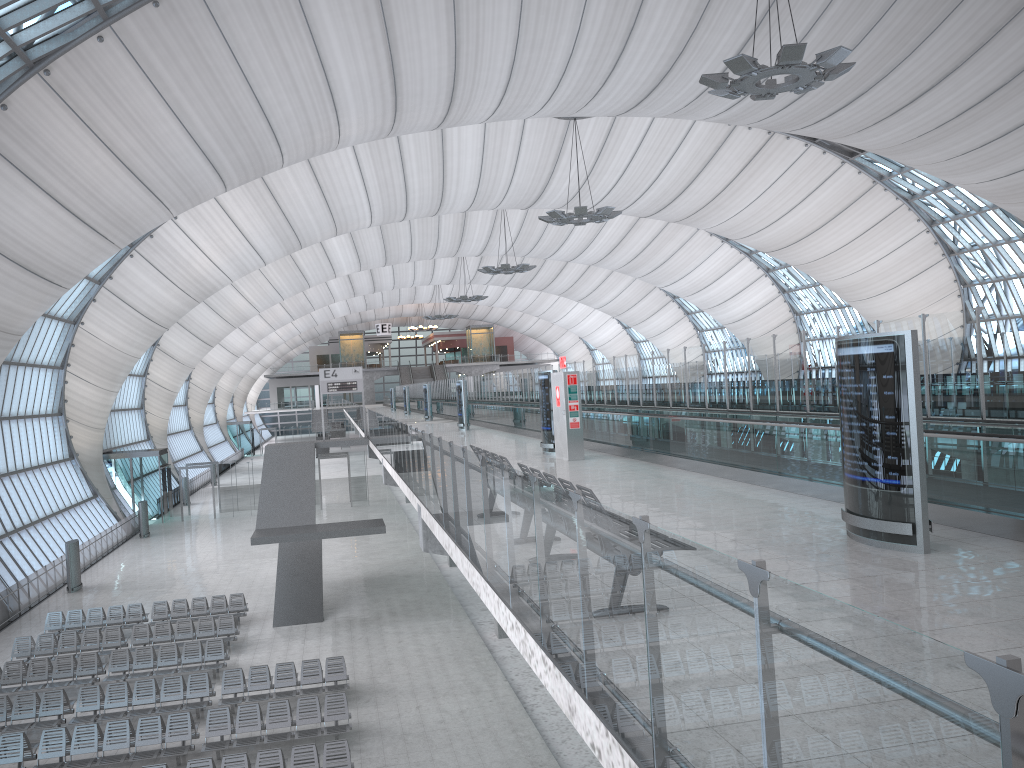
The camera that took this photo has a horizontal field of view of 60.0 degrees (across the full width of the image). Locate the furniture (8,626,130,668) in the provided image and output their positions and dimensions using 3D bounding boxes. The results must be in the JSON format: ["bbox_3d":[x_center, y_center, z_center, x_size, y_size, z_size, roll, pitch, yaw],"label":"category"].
[{"bbox_3d":[-11.465,6.881,22.973,2.705,0.913,1.572,-3,0,-11],"label":"furniture"}]

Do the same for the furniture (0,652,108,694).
[{"bbox_3d":[-10.999,6.853,20.671,2.705,0.913,1.572,-3,0,-11],"label":"furniture"}]

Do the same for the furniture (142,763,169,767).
[{"bbox_3d":[-6.730,6.599,13.914,2.705,0.913,1.572,-3,0,-11],"label":"furniture"}]

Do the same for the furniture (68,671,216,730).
[{"bbox_3d":[-7.684,6.656,18.620,2.705,0.913,1.572,-3,0,-11],"label":"furniture"}]

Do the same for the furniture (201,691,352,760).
[{"bbox_3d":[-4.424,6.462,16.833,2.705,0.913,1.572,-3,0,-11],"label":"furniture"}]

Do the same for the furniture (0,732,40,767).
[{"bbox_3d":[-9.991,6.793,15.700,2.705,0.913,1.572,-3,0,-11],"label":"furniture"}]

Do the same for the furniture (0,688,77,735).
[{"bbox_3d":[-10.468,6.821,18.054,2.705,0.913,1.572,-3,0,-11],"label":"furniture"}]

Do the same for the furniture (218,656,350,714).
[{"bbox_3d":[-4.901,6.491,19.186,2.705,0.913,1.572,-3,0,-11],"label":"furniture"}]

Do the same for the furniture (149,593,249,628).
[{"bbox_3d":[-9.206,6.747,26.128,2.705,0.913,1.572,-3,0,-11],"label":"furniture"}]

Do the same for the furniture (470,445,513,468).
[{"bbox_3d":[0.072,1.177,10.055,0.713,0.902,2.520,-3,0,-11],"label":"furniture"}]

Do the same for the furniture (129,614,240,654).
[{"bbox_3d":[-8.682,6.716,23.539,2.705,0.913,1.572,-3,0,-11],"label":"furniture"}]

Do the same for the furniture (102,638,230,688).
[{"bbox_3d":[-8.215,6.688,21.237,2.705,0.913,1.572,-3,0,-11],"label":"furniture"}]

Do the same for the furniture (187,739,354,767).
[{"bbox_3d":[-3.947,6.434,14.480,2.705,0.913,1.572,-3,0,-11],"label":"furniture"}]

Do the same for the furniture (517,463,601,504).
[{"bbox_3d":[0.655,1.142,7.090,0.713,0.902,2.520,-3,0,-11],"label":"furniture"}]

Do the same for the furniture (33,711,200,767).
[{"bbox_3d":[-7.207,6.628,16.267,2.705,0.913,1.572,-3,0,-11],"label":"furniture"}]

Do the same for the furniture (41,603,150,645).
[{"bbox_3d":[-11.990,6.912,25.561,2.705,0.913,1.572,-3,0,-11],"label":"furniture"}]

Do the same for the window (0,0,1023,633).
[{"bbox_3d":[-3.793,-3.000,78.473,50.537,20.004,167.818,-3,0,-11],"label":"window"}]
